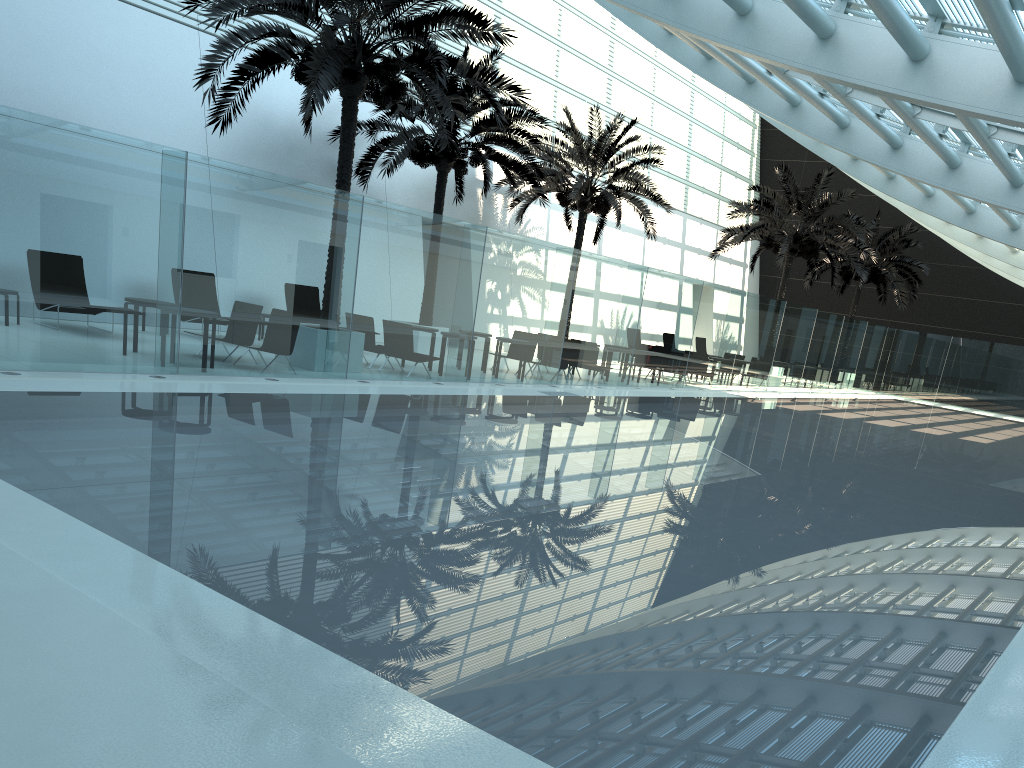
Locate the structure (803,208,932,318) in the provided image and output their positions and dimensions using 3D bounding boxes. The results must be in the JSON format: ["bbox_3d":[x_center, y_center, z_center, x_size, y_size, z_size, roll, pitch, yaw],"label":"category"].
[{"bbox_3d":[13.967,-3.327,34.952,4.419,7.268,4.675,12,13,14],"label":"structure"}]

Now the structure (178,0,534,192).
[{"bbox_3d":[-2.697,-3.753,13.381,4.454,7.269,4.636,0,15,-34],"label":"structure"}]

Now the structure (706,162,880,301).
[{"bbox_3d":[8.978,-3.458,28.525,4.722,7.269,4.373,15,14,29],"label":"structure"}]

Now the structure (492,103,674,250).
[{"bbox_3d":[1.812,-4.104,24.540,4.662,7.140,4.103,4,13,-20],"label":"structure"}]

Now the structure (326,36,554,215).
[{"bbox_3d":[-1.693,-4.130,19.687,4.602,7.077,4.158,12,13,14],"label":"structure"}]
